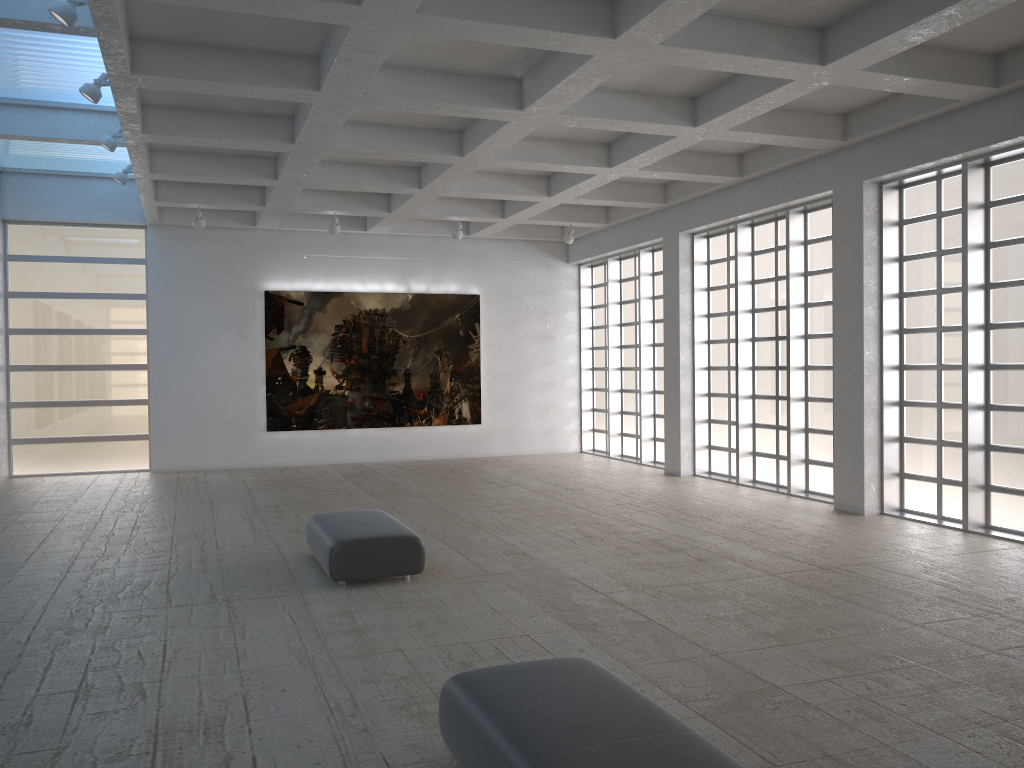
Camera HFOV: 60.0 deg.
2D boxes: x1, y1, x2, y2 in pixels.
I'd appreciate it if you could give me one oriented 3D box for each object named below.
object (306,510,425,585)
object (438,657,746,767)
[{"bbox_3d":[-2.690,2.850,15.833,1.616,0.828,3.044,-1,1,-20],"label":"object"},{"bbox_3d":[0.585,2.982,6.895,1.616,0.828,3.044,-1,1,-20],"label":"object"}]
